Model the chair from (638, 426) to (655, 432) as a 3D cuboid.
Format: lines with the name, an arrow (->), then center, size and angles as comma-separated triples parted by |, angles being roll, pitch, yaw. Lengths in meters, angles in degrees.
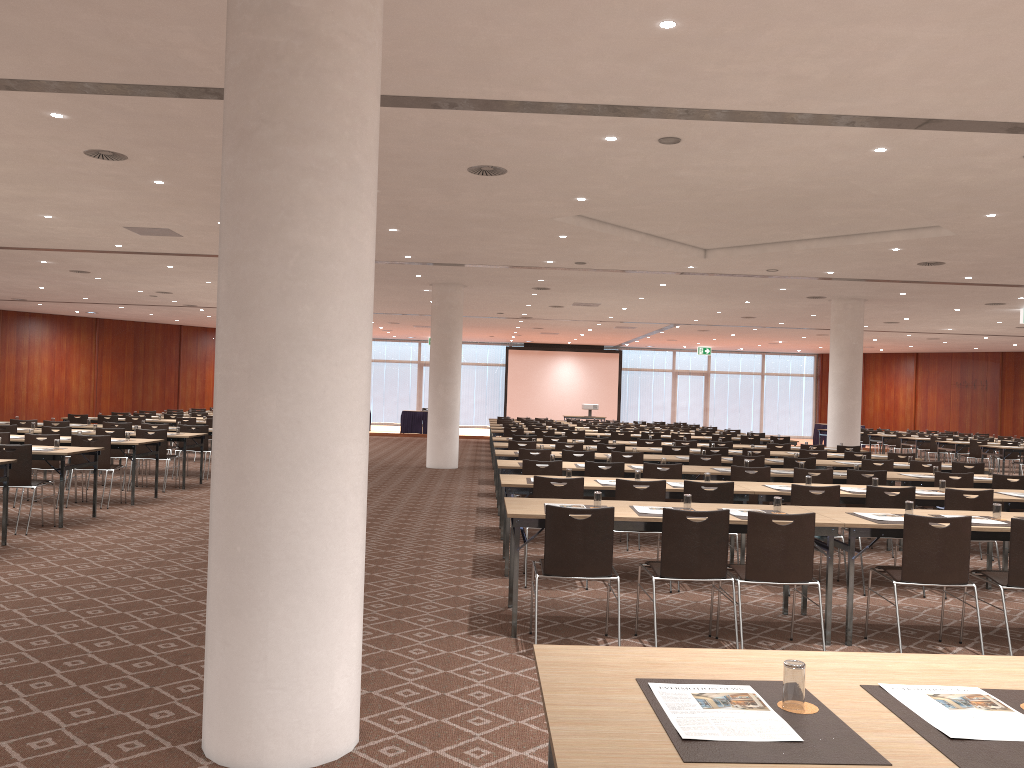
chair -> 3.496, 1.585, 23.346 | 0.535, 0.939, 0.614 | 2, 0, -3

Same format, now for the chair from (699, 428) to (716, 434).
chair -> 5.104, 1.638, 23.396 | 0.535, 0.939, 0.614 | 2, 0, 0

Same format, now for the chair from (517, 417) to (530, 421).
chair -> 0.365, 1.566, 29.328 | 0.535, 0.939, 0.614 | 2, 0, -1

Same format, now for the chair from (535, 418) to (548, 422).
chair -> 0.946, 1.584, 29.269 | 0.535, 0.939, 0.614 | 2, 0, -4

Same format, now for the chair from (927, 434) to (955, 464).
chair -> 12.442, 1.911, 25.661 | 0.535, 0.939, 0.614 | 2, 0, -5

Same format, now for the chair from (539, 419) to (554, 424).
chair -> 1.045, 1.560, 27.306 | 0.535, 0.939, 0.614 | 2, 0, 1

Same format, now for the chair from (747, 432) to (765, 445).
chair -> 5.836, 1.634, 21.418 | 0.535, 0.939, 0.614 | 2, 0, 0

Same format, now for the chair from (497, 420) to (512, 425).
chair -> -0.223, 1.489, 25.231 | 0.535, 0.939, 0.614 | 2, 0, -1

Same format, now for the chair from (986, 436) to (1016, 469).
chair -> 14.186, 1.969, 25.716 | 0.535, 0.939, 0.614 | 2, 0, -4

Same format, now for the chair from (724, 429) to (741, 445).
chair -> 5.770, 1.661, 23.452 | 0.535, 0.939, 0.614 | 2, 0, -2

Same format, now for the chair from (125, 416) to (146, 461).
chair -> -7.984, 1.146, 18.938 | 0.535, 0.939, 0.614 | 2, 0, 0

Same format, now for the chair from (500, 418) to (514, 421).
chair -> -0.183, 1.519, 27.310 | 0.535, 0.939, 0.614 | 2, 0, -4

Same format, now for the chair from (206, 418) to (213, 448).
chair -> -6.296, 1.202, 18.991 | 0.535, 0.939, 0.614 | 2, 0, -3

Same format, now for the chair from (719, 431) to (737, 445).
chair -> 5.168, 1.613, 21.432 | 0.535, 0.939, 0.614 | 2, 0, -2

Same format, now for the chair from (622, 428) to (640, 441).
chair -> 2.819, 1.535, 21.358 | 0.535, 0.939, 0.614 | 2, 0, -3

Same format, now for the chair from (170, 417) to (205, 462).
chair -> -6.973, 1.182, 19.110 | 0.535, 0.939, 0.614 | 2, 0, 1

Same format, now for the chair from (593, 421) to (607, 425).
chair -> 2.699, 1.615, 27.358 | 0.535, 0.939, 0.614 | 2, 0, 1

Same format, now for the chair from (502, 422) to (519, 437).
chair -> -0.054, 1.468, 23.312 | 0.535, 0.939, 0.614 | 2, 0, -5

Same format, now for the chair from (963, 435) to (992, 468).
chair -> 13.527, 1.948, 25.754 | 0.535, 0.939, 0.614 | 2, 0, 0

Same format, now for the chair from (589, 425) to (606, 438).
chair -> 2.223, 1.543, 23.341 | 0.535, 0.939, 0.614 | 2, 0, 0

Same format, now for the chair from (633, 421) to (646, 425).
chair -> 4.186, 1.692, 29.370 | 0.535, 0.939, 0.614 | 2, 0, -3

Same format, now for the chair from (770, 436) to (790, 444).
chair -> 5.834, 1.607, 19.494 | 0.535, 0.939, 0.614 | 2, 0, 1

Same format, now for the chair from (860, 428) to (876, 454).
chair -> 11.780, 1.945, 29.643 | 0.535, 0.939, 0.614 | 2, 0, -4

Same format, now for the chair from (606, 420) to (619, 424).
chair -> 3.293, 1.663, 29.419 | 0.535, 0.939, 0.614 | 2, 0, 1

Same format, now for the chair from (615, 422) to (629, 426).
chair -> 3.349, 1.636, 27.343 | 0.535, 0.939, 0.614 | 2, 0, 1

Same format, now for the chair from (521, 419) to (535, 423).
chair -> 0.466, 1.540, 27.253 | 0.535, 0.939, 0.614 | 2, 0, -3

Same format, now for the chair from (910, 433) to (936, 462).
chair -> 11.849, 1.890, 25.562 | 0.535, 0.939, 0.614 | 2, 0, -1

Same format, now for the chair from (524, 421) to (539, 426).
chair -> 0.543, 1.516, 25.331 | 0.535, 0.939, 0.614 | 2, 0, -2

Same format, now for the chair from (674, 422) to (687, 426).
chair -> 5.538, 1.737, 29.413 | 0.535, 0.939, 0.614 | 2, 0, 1

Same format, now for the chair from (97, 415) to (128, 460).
chair -> -8.602, 1.127, 19.000 | 0.535, 0.939, 0.614 | 2, 0, 0

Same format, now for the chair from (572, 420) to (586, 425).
chair -> 2.051, 1.594, 27.380 | 0.535, 0.939, 0.614 | 2, 0, 0

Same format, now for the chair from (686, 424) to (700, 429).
chair -> 5.546, 1.709, 27.447 | 0.535, 0.939, 0.614 | 2, 0, -2

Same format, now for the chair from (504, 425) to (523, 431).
chair -> 0.020, 1.441, 21.271 | 0.535, 0.939, 0.614 | 2, 0, -1

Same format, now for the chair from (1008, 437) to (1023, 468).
chair -> 14.810, 1.988, 25.654 | 0.535, 0.939, 0.614 | 2, 0, -1

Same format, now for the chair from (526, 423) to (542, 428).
chair -> 0.565, 1.488, 23.289 | 0.535, 0.939, 0.614 | 2, 0, 1

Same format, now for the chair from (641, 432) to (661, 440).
chair -> 2.997, 1.513, 19.405 | 0.535, 0.939, 0.614 | 2, 0, -3

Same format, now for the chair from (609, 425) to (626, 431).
chair -> 2.748, 1.561, 23.399 | 0.535, 0.939, 0.614 | 2, 0, -1

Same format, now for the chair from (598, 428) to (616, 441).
chair -> 2.245, 1.515, 21.306 | 0.535, 0.939, 0.614 | 2, 0, -2

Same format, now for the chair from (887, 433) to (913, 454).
chair -> 11.253, 1.872, 25.683 | 0.535, 0.939, 0.614 | 2, 0, -3

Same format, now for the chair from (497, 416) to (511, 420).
chair -> -0.278, 1.544, 29.266 | 0.535, 0.939, 0.614 | 2, 0, 1

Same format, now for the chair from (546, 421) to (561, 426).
chair -> 1.165, 1.536, 25.309 | 0.535, 0.939, 0.614 | 2, 0, 1

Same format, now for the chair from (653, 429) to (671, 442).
chair -> 3.563, 1.560, 21.424 | 0.535, 0.939, 0.614 | 2, 0, -4

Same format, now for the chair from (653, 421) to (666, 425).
chair -> 4.836, 1.714, 29.468 | 0.535, 0.939, 0.614 | 2, 0, -3

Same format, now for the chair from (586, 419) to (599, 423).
chair -> 2.623, 1.640, 29.321 | 0.535, 0.939, 0.614 | 2, 0, -3

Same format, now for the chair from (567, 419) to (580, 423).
chair -> 2.007, 1.620, 29.337 | 0.535, 0.939, 0.614 | 2, 0, -1

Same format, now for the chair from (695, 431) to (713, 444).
chair -> 4.562, 1.592, 21.378 | 0.535, 0.939, 0.614 | 2, 0, -3

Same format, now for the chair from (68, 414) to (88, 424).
chair -> -9.184, 1.106, 18.901 | 0.535, 0.939, 0.614 | 2, 0, 1

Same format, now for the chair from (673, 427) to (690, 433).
chair -> 4.437, 1.617, 23.452 | 0.535, 0.939, 0.614 | 2, 0, -1

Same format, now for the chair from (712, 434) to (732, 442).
chair -> 4.532, 1.564, 19.411 | 0.535, 0.939, 0.614 | 2, 0, -4

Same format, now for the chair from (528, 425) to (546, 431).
chair -> 0.586, 1.460, 21.254 | 0.535, 0.939, 0.614 | 2, 0, 1

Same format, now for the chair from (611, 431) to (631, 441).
chair -> 2.339, 1.491, 19.343 | 0.535, 0.939, 0.614 | 2, 0, -1

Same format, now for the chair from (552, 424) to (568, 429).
chair -> 1.227, 1.509, 23.275 | 0.535, 0.939, 0.614 | 2, 0, -4

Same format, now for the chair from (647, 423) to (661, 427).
chair -> 4.357, 1.670, 27.452 | 0.535, 0.939, 0.614 | 2, 0, 0

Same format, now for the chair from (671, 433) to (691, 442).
chair -> 3.643, 1.533, 19.349 | 0.535, 0.939, 0.614 | 2, 0, -1

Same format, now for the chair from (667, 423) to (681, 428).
chair -> 4.958, 1.689, 27.394 | 0.535, 0.939, 0.614 | 2, 0, -1
